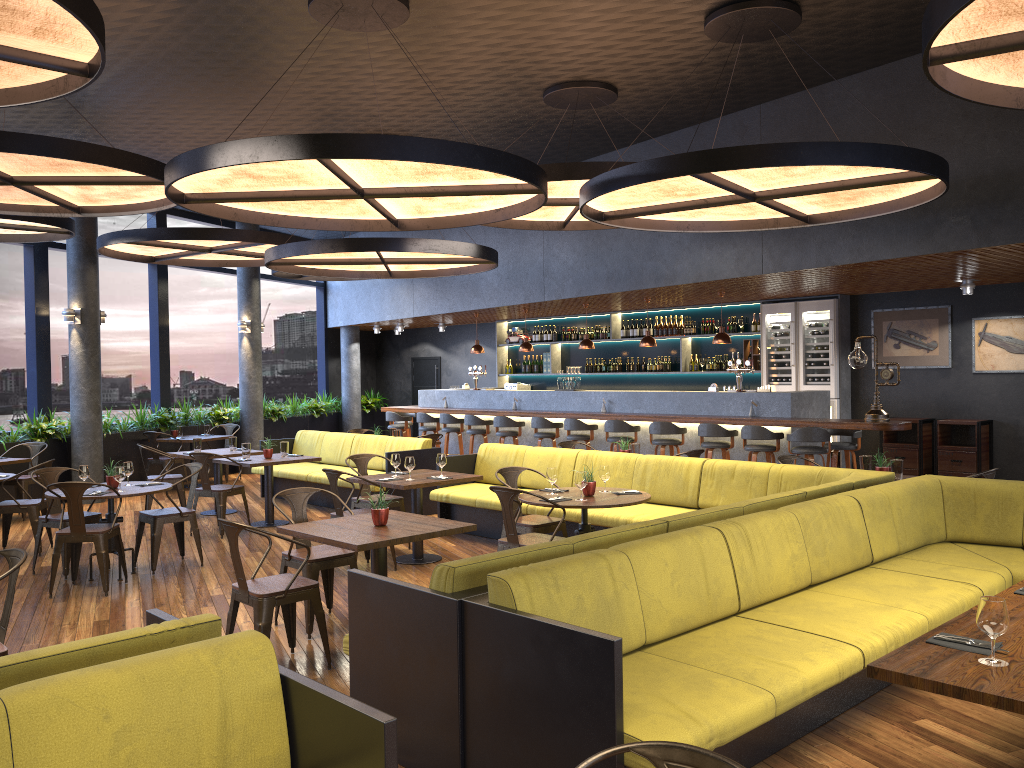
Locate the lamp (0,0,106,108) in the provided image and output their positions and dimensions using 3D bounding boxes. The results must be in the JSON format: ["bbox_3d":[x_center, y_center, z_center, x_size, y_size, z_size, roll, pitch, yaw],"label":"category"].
[{"bbox_3d":[-3.341,-2.200,3.927,2.778,1.159,2.778,0,1,36],"label":"lamp"}]

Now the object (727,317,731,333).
[{"bbox_3d":[3.340,-0.902,13.631,0.063,0.254,0.063,-1,1,-1],"label":"object"}]

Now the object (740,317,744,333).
[{"bbox_3d":[3.528,-0.904,13.586,0.063,0.254,0.063,-2,1,-36],"label":"object"}]

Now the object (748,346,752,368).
[{"bbox_3d":[3.606,-0.390,13.381,0.091,0.369,0.092,-1,1,16],"label":"object"}]

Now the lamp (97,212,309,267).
[{"bbox_3d":[-4.047,-2.308,11.893,2.778,1.159,2.778,-1,1,-8],"label":"lamp"}]

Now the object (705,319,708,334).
[{"bbox_3d":[3.073,-0.903,13.986,0.063,0.254,0.063,-1,1,9],"label":"object"}]

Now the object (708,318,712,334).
[{"bbox_3d":[3.087,-0.901,13.838,0.063,0.254,0.063,-1,1,19],"label":"object"}]

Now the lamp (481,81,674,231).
[{"bbox_3d":[0.697,-2.342,8.923,2.778,1.159,2.778,-1,1,7],"label":"lamp"}]

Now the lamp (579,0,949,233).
[{"bbox_3d":[1.919,-2.157,7.047,2.778,1.475,2.778,-2,1,-40],"label":"lamp"}]

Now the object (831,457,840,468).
[{"bbox_3d":[4.444,1.131,12.568,0.277,0.206,0.416,-2,1,-41],"label":"object"}]

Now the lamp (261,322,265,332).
[{"bbox_3d":[-4.506,-1.003,15.850,0.215,0.215,0.189,-1,1,25],"label":"lamp"}]

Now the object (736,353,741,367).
[{"bbox_3d":[3.465,-0.339,13.572,0.079,0.281,0.079,0,1,40],"label":"object"}]

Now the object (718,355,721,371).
[{"bbox_3d":[3.218,-0.323,13.810,0.063,0.254,0.063,-1,1,-16],"label":"object"}]

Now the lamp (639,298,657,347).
[{"bbox_3d":[1.916,-0.865,12.497,0.250,0.673,0.250,-1,1,-11],"label":"lamp"}]

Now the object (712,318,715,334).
[{"bbox_3d":[3.154,-0.903,13.904,0.063,0.254,0.063,0,1,34],"label":"object"}]

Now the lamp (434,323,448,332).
[{"bbox_3d":[-1.420,-1.152,17.989,0.228,0.172,0.228,-2,1,-44],"label":"lamp"}]

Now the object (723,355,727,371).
[{"bbox_3d":[3.287,-0.323,13.700,0.063,0.254,0.063,-1,1,9],"label":"object"}]

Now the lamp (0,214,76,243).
[{"bbox_3d":[-6.116,-2.307,10.158,1.979,1.093,1.979,-1,1,10],"label":"lamp"}]

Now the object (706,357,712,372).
[{"bbox_3d":[3.080,-0.307,13.862,0.088,0.224,0.088,-1,1,16],"label":"object"}]

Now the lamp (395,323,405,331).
[{"bbox_3d":[-2.217,-1.134,17.651,0.228,0.172,0.228,-2,1,-44],"label":"lamp"}]

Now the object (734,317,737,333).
[{"bbox_3d":[3.424,-0.903,13.601,0.063,0.254,0.063,-1,1,9],"label":"object"}]

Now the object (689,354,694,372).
[{"bbox_3d":[2.876,-0.337,14.192,0.079,0.281,0.079,-2,1,-40],"label":"object"}]

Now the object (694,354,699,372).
[{"bbox_3d":[2.940,-0.337,14.124,0.079,0.281,0.079,-1,1,25],"label":"object"}]

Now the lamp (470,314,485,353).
[{"bbox_3d":[-0.597,-0.863,15.138,0.250,0.673,0.250,0,1,34],"label":"lamp"}]

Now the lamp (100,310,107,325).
[{"bbox_3d":[-5.819,-0.931,12.523,0.215,0.215,0.189,-1,1,22],"label":"lamp"}]

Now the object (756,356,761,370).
[{"bbox_3d":[3.708,-0.313,13.278,0.097,0.206,0.097,-1,1,-3],"label":"object"}]

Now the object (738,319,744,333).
[{"bbox_3d":[3.476,-0.878,13.460,0.097,0.206,0.097,-1,1,15],"label":"object"}]

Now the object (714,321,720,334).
[{"bbox_3d":[3.176,-0.878,13.752,0.097,0.206,0.097,-1,1,15],"label":"object"}]

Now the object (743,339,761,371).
[{"bbox_3d":[3.653,-0.435,13.327,0.161,0.475,0.300,-2,1,-44],"label":"object"}]

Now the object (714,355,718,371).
[{"bbox_3d":[3.164,-0.322,13.750,0.063,0.254,0.063,-2,1,-41],"label":"object"}]

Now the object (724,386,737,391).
[{"bbox_3d":[3.408,0.270,13.668,0.204,0.492,0.310,-2,1,-44],"label":"object"}]

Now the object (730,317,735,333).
[{"bbox_3d":[3.361,-0.901,13.521,0.063,0.254,0.063,-1,1,-16],"label":"object"}]

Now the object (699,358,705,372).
[{"bbox_3d":[3.001,-0.299,13.982,0.097,0.206,0.097,-1,1,15],"label":"object"}]

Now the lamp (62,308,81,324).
[{"bbox_3d":[-5.985,-0.921,11.984,0.215,0.215,0.189,-1,1,14],"label":"lamp"}]

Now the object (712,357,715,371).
[{"bbox_3d":[3.170,-0.309,13.926,0.088,0.224,0.088,0,1,41],"label":"object"}]

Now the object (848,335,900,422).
[{"bbox_3d":[3.959,-0.063,9.699,0.566,0.944,0.263,0,1,39],"label":"object"}]

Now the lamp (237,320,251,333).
[{"bbox_3d":[-4.651,-0.992,15.305,0.215,0.215,0.189,-1,1,7],"label":"lamp"}]

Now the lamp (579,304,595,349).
[{"bbox_3d":[1.120,-0.864,13.333,0.250,0.673,0.250,-1,1,-11],"label":"lamp"}]

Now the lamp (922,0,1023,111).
[{"bbox_3d":[2.995,-2.117,3.181,2.778,1.475,2.778,-2,1,-43],"label":"lamp"}]

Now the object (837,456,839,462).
[{"bbox_3d":[4.579,1.110,12.466,0.056,0.205,0.056,-2,1,-43],"label":"object"}]

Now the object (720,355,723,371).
[{"bbox_3d":[3.273,-0.325,13.873,0.063,0.254,0.063,-1,1,9],"label":"object"}]

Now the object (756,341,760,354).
[{"bbox_3d":[3.704,-0.546,13.274,0.097,0.206,0.097,-1,1,-3],"label":"object"}]

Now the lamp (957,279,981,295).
[{"bbox_3d":[5.431,-1.155,10.570,0.228,0.172,0.228,-2,1,-44],"label":"lamp"}]

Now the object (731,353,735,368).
[{"bbox_3d":[3.400,-0.339,13.640,0.079,0.281,0.079,-1,1,20],"label":"object"}]

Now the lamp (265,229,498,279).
[{"bbox_3d":[-1.568,-2.155,10.742,2.778,1.475,2.778,-1,1,11],"label":"lamp"}]

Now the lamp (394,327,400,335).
[{"bbox_3d":[-2.462,-1.151,19.083,0.228,0.172,0.228,-2,1,-44],"label":"lamp"}]

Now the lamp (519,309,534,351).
[{"bbox_3d":[0.225,-0.863,14.274,0.250,0.673,0.250,-1,1,-11],"label":"lamp"}]

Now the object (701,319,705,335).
[{"bbox_3d":[2.997,-0.901,13.921,0.063,0.254,0.063,0,1,44],"label":"object"}]

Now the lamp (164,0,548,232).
[{"bbox_3d":[-1.133,-2.101,6.659,2.778,1.475,2.778,-1,1,6],"label":"lamp"}]

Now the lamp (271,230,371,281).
[{"bbox_3d":[-3.162,-2.435,15.391,1.979,1.093,1.979,-1,1,10],"label":"lamp"}]

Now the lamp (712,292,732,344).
[{"bbox_3d":[2.749,-0.865,11.622,0.250,0.673,0.250,-1,1,-11],"label":"lamp"}]

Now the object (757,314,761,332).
[{"bbox_3d":[3.718,-0.916,13.286,0.079,0.281,0.079,-1,1,15],"label":"object"}]

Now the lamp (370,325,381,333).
[{"bbox_3d":[-2.779,-1.134,18.267,0.228,0.172,0.228,-2,1,-44],"label":"lamp"}]

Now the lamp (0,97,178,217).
[{"bbox_3d":[-4.263,-2.239,7.541,2.778,1.159,2.778,-1,1,24],"label":"lamp"}]

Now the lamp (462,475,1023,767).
[{"bbox_3d":[4.105,0.213,5.611,9.057,2.714,3.017,-2,1,-44],"label":"lamp"}]

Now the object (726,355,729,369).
[{"bbox_3d":[3.341,-0.325,13.764,0.063,0.254,0.063,-2,1,-36],"label":"object"}]
